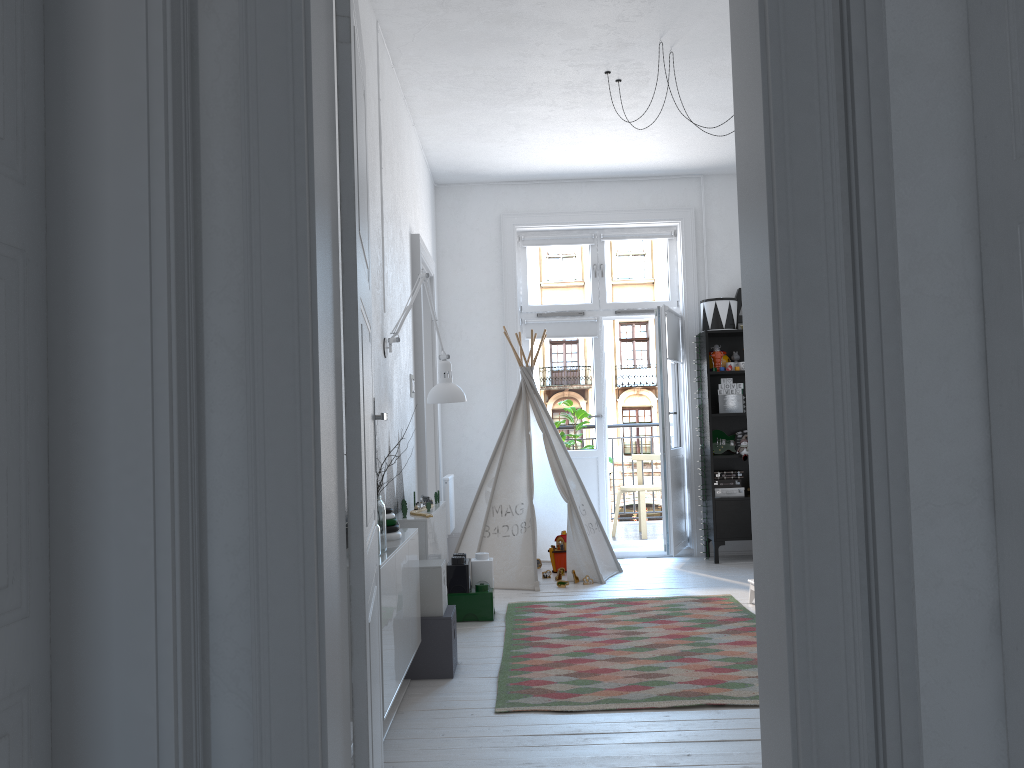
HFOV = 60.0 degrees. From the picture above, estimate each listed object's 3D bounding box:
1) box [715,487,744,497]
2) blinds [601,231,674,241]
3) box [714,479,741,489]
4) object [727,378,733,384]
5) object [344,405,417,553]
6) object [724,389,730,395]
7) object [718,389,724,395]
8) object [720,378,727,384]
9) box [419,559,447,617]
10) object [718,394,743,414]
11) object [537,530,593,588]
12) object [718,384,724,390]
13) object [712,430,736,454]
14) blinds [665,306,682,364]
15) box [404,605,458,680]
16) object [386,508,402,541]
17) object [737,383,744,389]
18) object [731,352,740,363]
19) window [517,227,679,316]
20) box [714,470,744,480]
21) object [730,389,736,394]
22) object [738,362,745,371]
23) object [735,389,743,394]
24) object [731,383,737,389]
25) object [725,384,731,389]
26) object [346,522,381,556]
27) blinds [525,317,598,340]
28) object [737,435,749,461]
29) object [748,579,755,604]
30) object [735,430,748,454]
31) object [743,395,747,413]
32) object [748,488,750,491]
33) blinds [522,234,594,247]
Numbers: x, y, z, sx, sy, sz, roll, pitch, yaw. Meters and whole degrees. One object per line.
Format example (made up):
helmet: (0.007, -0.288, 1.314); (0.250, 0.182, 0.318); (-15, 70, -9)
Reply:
box: (1.589, 0.794, 6.552); (0.215, 0.062, 0.179); (-2, -3, 0)
blinds: (0.983, -1.160, 6.956); (0.565, 0.060, 0.032); (-2, -2, 0)
box: (1.568, 0.734, 6.554); (0.215, 0.062, 0.179); (-2, -3, 0)
object: (1.588, -0.022, 6.474); (0.040, 0.040, 0.040); (-2, -3, 10)
object: (-0.437, 0.309, 2.895); (0.258, 0.484, 0.406); (-2, -3, -1)
object: (1.568, 0.060, 6.485); (0.040, 0.040, 0.040); (-2, -3, 5)
object: (1.528, 0.061, 6.488); (0.040, 0.040, 0.040); (-3, -3, 15)
object: (1.547, -0.020, 6.485); (0.040, 0.040, 0.040); (-2, -3, 5)
box: (-0.387, 0.864, 3.761); (0.202, 0.205, 0.199); (-2, -3, 0)
object: (1.605, 0.147, 6.501); (0.170, 0.138, 0.124); (-3, -3, 15)
object: (0.385, 1.163, 6.018); (0.385, 0.283, 0.857); (-1, -3, -8)
object: (1.532, 0.021, 6.488); (0.040, 0.040, 0.040); (-2, -3, 10)
object: (1.736, 0.456, 6.668); (0.542, 0.239, 0.093); (-2, -2, 1)
blinds: (1.217, -0.359, 6.638); (0.032, 0.390, 0.565); (-3, -3, 20)
box: (-0.370, 1.095, 3.759); (0.254, 0.259, 0.251); (-2, -3, 0)
object: (-0.487, 0.516, 3.292); (0.148, 0.113, 0.231); (-1, -3, -10)
object: (1.663, 0.015, 6.452); (0.040, 0.040, 0.040); (-3, -3, 25)
object: (1.678, -0.165, 6.647); (0.063, 0.160, 0.063); (-1, -3, -21)
window: (0.676, -0.886, 6.968); (1.263, 0.660, 0.101); (-2, -2, 0)
box: (1.585, 0.672, 6.558); (0.215, 0.062, 0.179); (-2, -3, 0)
object: (1.608, 0.058, 6.466); (0.040, 0.040, 0.040); (-3, -3, 15)
object: (1.689, -0.127, 6.484); (0.067, 0.067, 0.067); (-2, -3, 1)
object: (1.652, 0.056, 6.454); (0.040, 0.040, 0.040); (-3, -3, 30)
object: (1.620, 0.017, 6.464); (0.040, 0.040, 0.040); (-3, -3, 30)
object: (1.576, 0.019, 6.476); (0.040, 0.040, 0.040); (-3, -3, 20)
object: (-0.466, 0.487, 2.813); (0.091, 0.121, 0.098); (-4, -3, 39)
blinds: (0.385, -0.433, 6.932); (0.565, 0.158, 0.032); (-2, -2, 0)
object: (1.685, 0.459, 6.376); (0.110, 0.186, 0.129); (-1, -3, -13)
object: (1.470, 1.087, 4.802); (0.288, 0.245, 0.332); (-2, -3, -4)
object: (1.776, 0.422, 6.643); (0.201, 0.199, 0.048); (-2, -2, 0)
object: (1.777, 0.153, 6.689); (0.070, 0.134, 0.028); (-2, -2, 0)
object: (1.924, 0.727, 6.596); (0.337, 0.186, 0.111); (-3, -3, 15)
blinds: (0.363, -1.126, 6.960); (0.565, 0.087, 0.032); (-2, -2, 0)
